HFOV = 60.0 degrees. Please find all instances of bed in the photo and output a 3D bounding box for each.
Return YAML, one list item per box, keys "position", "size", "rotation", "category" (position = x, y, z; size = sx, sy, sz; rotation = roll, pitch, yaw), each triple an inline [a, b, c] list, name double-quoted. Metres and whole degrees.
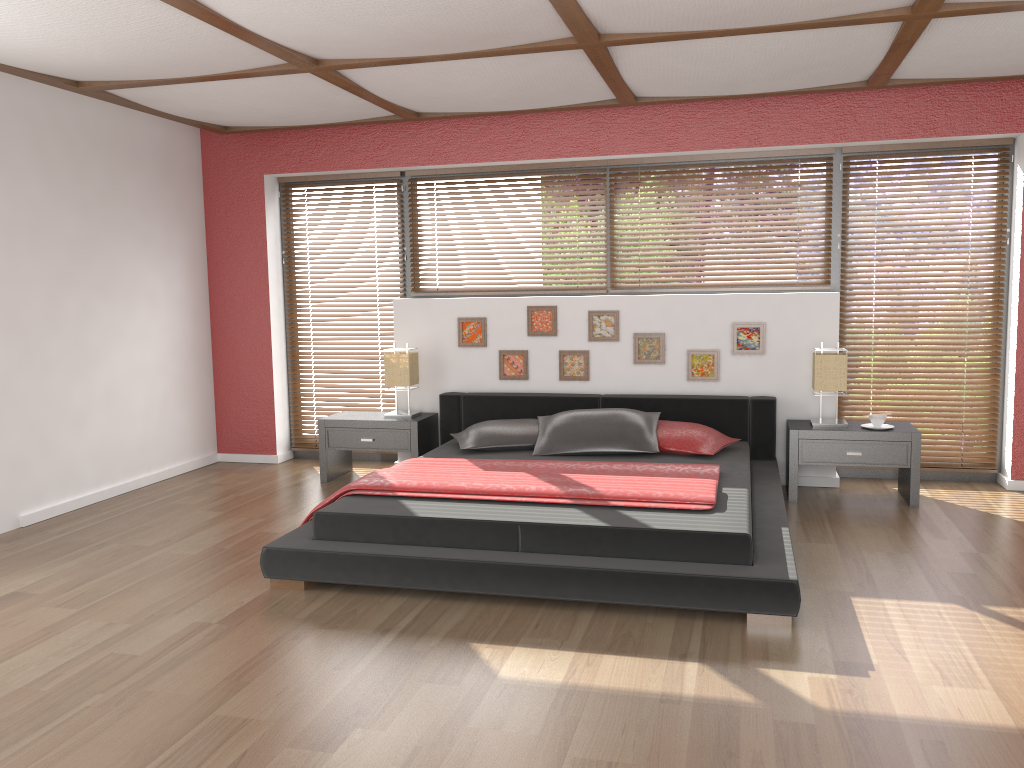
- position: [0.155, 0.471, 4.664]
  size: [2.469, 0.577, 2.413]
  rotation: [1, 6, 15]
  category: "bed"

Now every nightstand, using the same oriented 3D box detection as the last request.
- position: [1.988, 0.456, 5.220]
  size: [0.700, 0.423, 0.413]
  rotation: [1, 6, 15]
  category: "nightstand"
- position: [-0.892, 0.426, 5.974]
  size: [0.700, 0.423, 0.413]
  rotation: [1, 6, 15]
  category: "nightstand"

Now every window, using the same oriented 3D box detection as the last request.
- position: [-1.213, -0.531, 6.575]
  size: [0.889, 1.893, 0.020]
  rotation: [1, 6, 15]
  category: "window"
- position: [0.666, -1.051, 6.022]
  size: [2.817, 0.786, 0.020]
  rotation: [1, 6, 15]
  category: "window"
- position: [2.561, -0.492, 5.587]
  size: [0.889, 1.893, 0.020]
  rotation: [1, 6, 15]
  category: "window"

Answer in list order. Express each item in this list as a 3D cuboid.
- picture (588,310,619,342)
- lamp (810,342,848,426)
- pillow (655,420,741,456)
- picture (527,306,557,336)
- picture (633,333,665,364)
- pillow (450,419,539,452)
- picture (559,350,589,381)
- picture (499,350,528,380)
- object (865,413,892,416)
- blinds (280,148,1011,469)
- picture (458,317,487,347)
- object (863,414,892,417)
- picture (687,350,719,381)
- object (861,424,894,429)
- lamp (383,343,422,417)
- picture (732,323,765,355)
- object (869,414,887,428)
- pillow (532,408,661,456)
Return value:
- position: [0.594, -0.375, 5.749]
  size: [0.200, 0.200, 0.010]
  rotation: [1, 6, 15]
  category: "picture"
- position: [1.875, -0.009, 5.240]
  size: [0.200, 0.480, 0.200]
  rotation: [1, 6, 15]
  category: "lamp"
- position: [0.910, 0.311, 5.195]
  size: [0.745, 0.172, 0.418]
  rotation: [3, 7, 34]
  category: "pillow"
- position: [0.198, -0.415, 5.848]
  size: [0.200, 0.200, 0.010]
  rotation: [1, 6, 15]
  category: "picture"
- position: [0.880, -0.227, 5.690]
  size: [0.200, 0.200, 0.010]
  rotation: [1, 6, 15]
  category: "picture"
- position: [0.015, 0.308, 5.374]
  size: [0.745, 0.172, 0.418]
  rotation: [-2, 6, -10]
  category: "pillow"
- position: [0.408, -0.121, 5.826]
  size: [0.200, 0.200, 0.010]
  rotation: [1, 6, 15]
  category: "picture"
- position: [0.010, -0.126, 5.930]
  size: [0.200, 0.200, 0.010]
  rotation: [1, 6, 15]
  category: "picture"
- position: [2.109, 0.176, 5.105]
  size: [0.192, 0.007, 0.007]
  rotation: [-3, 7, -21]
  category: "object"
- position: [0.656, -0.469, 6.019]
  size: [4.840, 1.952, 0.032]
  rotation: [1, 6, 15]
  category: "blinds"
- position: [-0.268, -0.348, 5.978]
  size: [0.200, 0.200, 0.010]
  rotation: [1, 6, 15]
  category: "picture"
- position: [2.096, 0.178, 5.086]
  size: [0.192, 0.007, 0.007]
  rotation: [-3, 6, -16]
  category: "object"
- position: [1.210, -0.117, 5.616]
  size: [0.200, 0.200, 0.010]
  rotation: [1, 6, 15]
  category: "picture"
- position: [2.105, 0.247, 5.109]
  size: [0.179, 0.012, 0.179]
  rotation: [4, 8, 39]
  category: "object"
- position: [-0.735, -0.036, 5.923]
  size: [0.200, 0.480, 0.200]
  rotation: [1, 6, 15]
  category: "lamp"
- position: [1.473, -0.282, 5.528]
  size: [0.200, 0.200, 0.010]
  rotation: [1, 6, 15]
  category: "picture"
- position: [2.104, 0.215, 5.105]
  size: [0.099, 0.069, 0.099]
  rotation: [4, 8, 39]
  category: "object"
- position: [0.488, 0.271, 5.156]
  size: [0.744, 0.241, 0.386]
  rotation: [0, 6, 10]
  category: "pillow"
